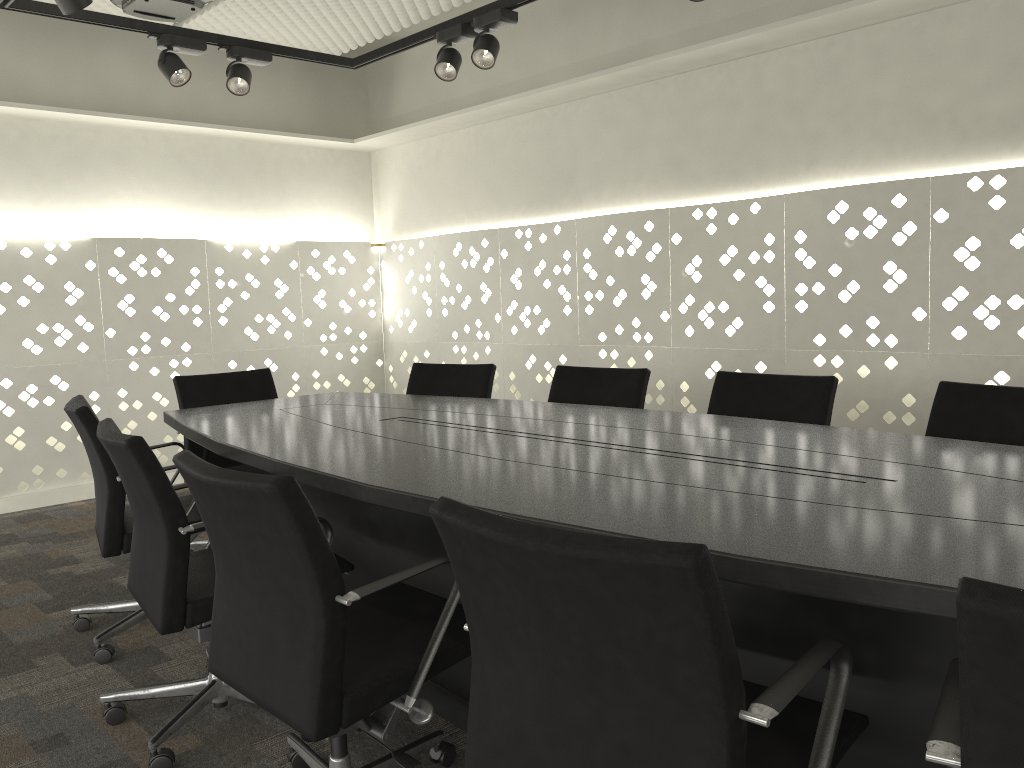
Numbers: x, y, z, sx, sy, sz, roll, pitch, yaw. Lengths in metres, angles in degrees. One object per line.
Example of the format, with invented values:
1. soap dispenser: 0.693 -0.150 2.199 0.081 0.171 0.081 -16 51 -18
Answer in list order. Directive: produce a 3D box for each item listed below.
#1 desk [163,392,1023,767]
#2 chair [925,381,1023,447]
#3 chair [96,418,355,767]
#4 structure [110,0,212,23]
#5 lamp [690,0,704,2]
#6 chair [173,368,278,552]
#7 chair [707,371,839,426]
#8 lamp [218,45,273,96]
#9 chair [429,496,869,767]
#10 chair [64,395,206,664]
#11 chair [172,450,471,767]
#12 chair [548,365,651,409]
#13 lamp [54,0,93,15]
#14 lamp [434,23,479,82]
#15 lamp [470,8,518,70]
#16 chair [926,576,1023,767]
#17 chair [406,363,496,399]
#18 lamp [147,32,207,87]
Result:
1. desk: 0.166 0.474 2.240 1.223 0.658 3.364 -7 8 -42
2. chair: 1.129 0.397 2.158 0.579 0.757 0.559 -5 6 -28
3. chair: -0.735 0.456 2.223 0.579 0.757 0.559 -5 6 -28
4. structure: -1.464 -1.622 3.690 0.327 0.144 0.371 -7 8 -42
5. lamp: 0.564 -1.245 2.601 0.126 0.224 0.213 -7 7 -39
6. chair: -1.029 0.334 3.557 0.559 0.757 0.579 -6 7 -38
7. chair: 0.697 0.361 2.676 0.579 0.757 0.559 -6 7 -38
8. lamp: -1.087 -1.289 3.631 0.118 0.224 0.214 2 7 36
9. chair: 0.190 0.518 1.274 0.579 0.757 0.559 -7 8 -43
10. chair: -1.127 0.408 2.846 0.579 0.757 0.559 -4 6 -23
11. chair: -0.337 0.492 1.726 0.579 0.757 0.559 -6 7 -38
12. chair: 0.215 0.332 3.140 0.579 0.757 0.559 -7 8 -43
13. lamp: -1.291 -1.177 2.565 0.126 0.224 0.213 -7 7 -39
14. lamp: -0.238 -1.303 3.466 0.126 0.224 0.213 -7 7 -39
15. lamp: -0.087 -1.292 3.303 0.126 0.224 0.213 -7 7 -39
16. chair: 0.691 0.536 0.917 0.559 0.757 0.579 2 7 37
17. chair: -0.329 0.310 3.556 0.559 0.757 0.579 2 7 37
18. lamp: -1.289 -1.263 3.432 0.213 0.224 0.126 -7 7 -39
